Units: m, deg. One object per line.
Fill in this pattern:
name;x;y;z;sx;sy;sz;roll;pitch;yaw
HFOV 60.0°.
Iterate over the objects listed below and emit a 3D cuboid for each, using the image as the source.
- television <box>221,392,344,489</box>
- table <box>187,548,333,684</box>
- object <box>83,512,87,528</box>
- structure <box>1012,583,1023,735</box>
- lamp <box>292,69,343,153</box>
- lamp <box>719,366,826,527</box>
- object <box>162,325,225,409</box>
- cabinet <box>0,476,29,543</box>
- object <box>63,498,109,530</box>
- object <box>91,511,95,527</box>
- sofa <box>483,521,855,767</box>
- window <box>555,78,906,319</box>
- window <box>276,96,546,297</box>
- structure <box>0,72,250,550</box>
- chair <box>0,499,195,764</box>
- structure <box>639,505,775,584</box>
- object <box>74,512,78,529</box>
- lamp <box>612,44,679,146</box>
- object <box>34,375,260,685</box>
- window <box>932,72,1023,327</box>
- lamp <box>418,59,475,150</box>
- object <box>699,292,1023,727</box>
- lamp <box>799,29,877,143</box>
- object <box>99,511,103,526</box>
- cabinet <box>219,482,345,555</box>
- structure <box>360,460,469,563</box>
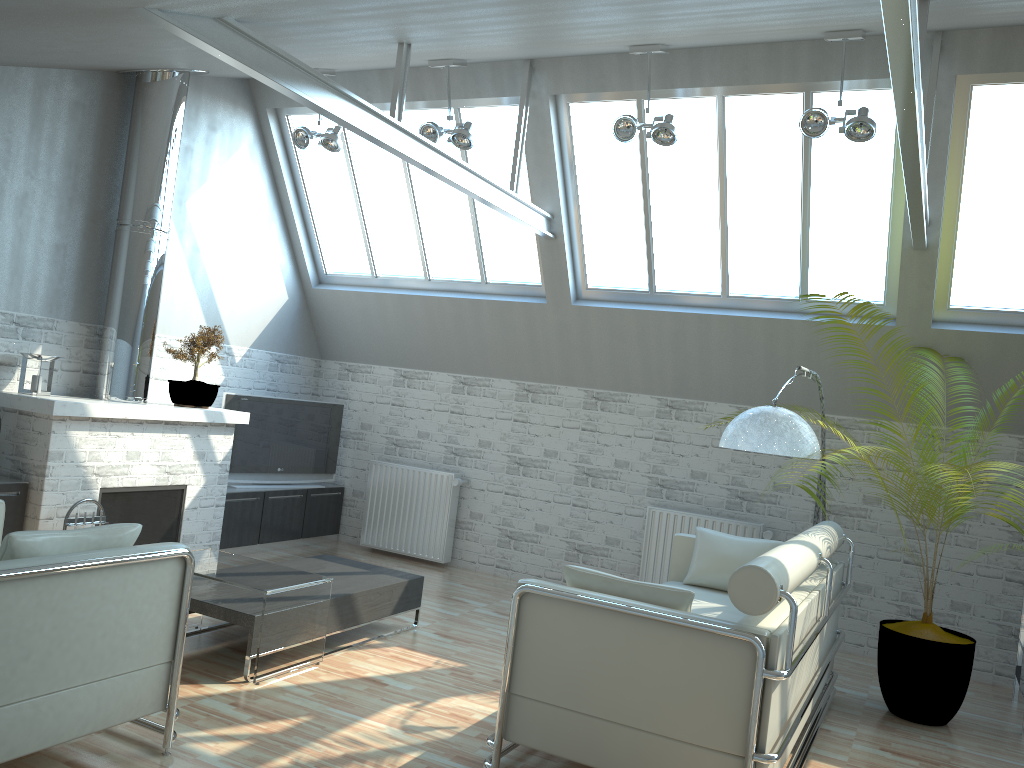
television;-3.993;0.988;15.162;0.592;1.514;2.577;6;-2;36
table;-2.892;2.318;9.107;1.726;0.867;1.015;6;-1;26
object;-5.168;2.021;10.739;0.145;0.932;0.065;7;-1;8
structure;7.638;2.620;7.525;5.366;2.781;6.483;6;-1;26
lamp;-2.858;-4.038;12.987;0.808;1.172;0.619;6;-1;30
lamp;3.502;1.711;10.677;1.015;3.709;4.621;6;-1;32
object;-4.667;-0.298;12.908;0.572;1.265;1.115;6;-1;30
cabinet;-7.261;1.598;8.776;0.914;1.270;4.572;6;-1;26
object;-5.266;1.957;10.848;0.412;1.124;0.584;6;-1;26
object;-5.172;1.984;10.851;0.025;0.855;0.025;8;-2;-42
sofa;1.867;2.336;8.558;2.199;1.999;4.866;6;-1;26
window;2.935;-2.546;12.281;4.651;2.787;1.897;6;-1;26
window;-1.601;-3.049;14.513;4.651;2.787;1.897;6;-1;26
structure;-5.098;-1.037;12.238;1.309;7.180;3.302;6;-1;26
chair;-3.962;1.577;6.321;2.507;2.001;2.201;6;-1;26
structure;2.875;2.717;13.203;1.892;1.524;0.508;6;-1;26
object;-5.226;2.003;10.609;0.146;0.916;0.131;6;-1;26
lamp;1.639;-3.540;10.775;0.808;1.172;0.618;6;-1;30
object;-4.330;1.322;9.531;4.859;2.558;1.528;6;-1;25
window;7.470;-2.044;10.049;4.651;2.787;1.897;6;-1;26
lamp;-0.884;-3.819;12.016;0.808;1.172;0.619;6;-1;30
object;3.973;1.415;9.748;3.777;4.386;5.015;7;-1;1
lamp;3.629;-3.319;9.795;0.808;1.172;0.619;6;-1;30
object;-5.124;2.001;10.954;0.155;0.873;0.026;6;-1;27
cabinet;-4.242;2.231;15.082;0.908;1.016;3.234;6;-1;26
structure;-1.711;2.209;15.459;1.892;1.524;0.508;6;-1;26
